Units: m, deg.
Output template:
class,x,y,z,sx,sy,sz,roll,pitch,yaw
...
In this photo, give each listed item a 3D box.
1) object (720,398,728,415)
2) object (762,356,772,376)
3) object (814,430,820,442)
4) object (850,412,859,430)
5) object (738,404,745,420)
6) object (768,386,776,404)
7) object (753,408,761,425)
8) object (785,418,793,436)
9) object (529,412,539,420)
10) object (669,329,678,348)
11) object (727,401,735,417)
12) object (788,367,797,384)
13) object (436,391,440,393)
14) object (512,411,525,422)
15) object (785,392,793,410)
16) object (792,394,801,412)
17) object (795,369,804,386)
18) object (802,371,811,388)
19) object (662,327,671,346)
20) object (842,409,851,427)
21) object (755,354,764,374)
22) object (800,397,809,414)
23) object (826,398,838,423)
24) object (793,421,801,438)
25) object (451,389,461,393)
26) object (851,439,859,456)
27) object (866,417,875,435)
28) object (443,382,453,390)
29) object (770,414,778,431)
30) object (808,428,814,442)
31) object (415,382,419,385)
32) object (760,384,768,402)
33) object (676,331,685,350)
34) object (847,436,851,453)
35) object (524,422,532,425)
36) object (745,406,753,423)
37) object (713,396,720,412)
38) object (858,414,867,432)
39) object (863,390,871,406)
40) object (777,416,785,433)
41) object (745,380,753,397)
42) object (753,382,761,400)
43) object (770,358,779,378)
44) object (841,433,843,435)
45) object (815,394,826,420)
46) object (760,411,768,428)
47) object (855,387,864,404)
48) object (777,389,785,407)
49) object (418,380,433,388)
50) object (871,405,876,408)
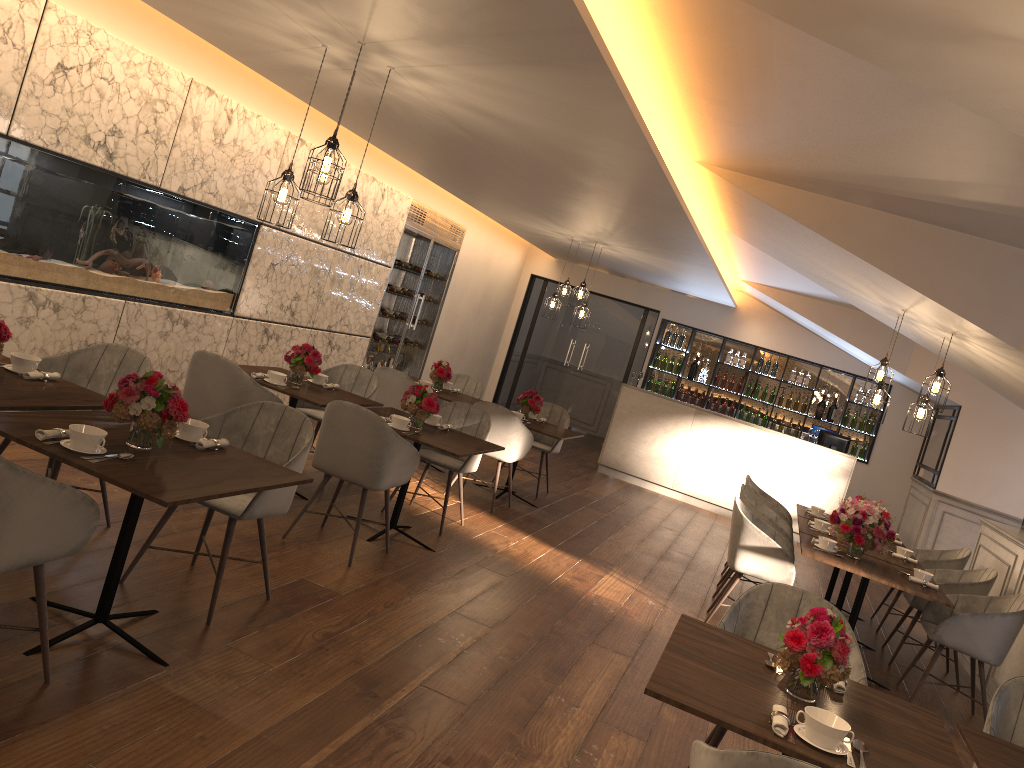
class,x,y,z,sx,sy,sz,roll,pitch,yaw
object,3.097,0.328,12.910,0.065,0.261,0.066,17,1,-4
object,3.686,-0.272,12.743,0.075,0.310,0.075,18,1,28
object,4.292,0.754,12.509,0.065,0.207,0.065,16,1,-28
object,4.795,0.509,12.374,0.065,0.261,0.066,17,1,-4
object,3.335,0.407,12.831,0.065,0.261,0.066,17,1,-4
object,3.743,0.160,12.725,0.065,0.263,0.066,17,1,-4
object,3.536,0.474,12.764,0.065,0.261,0.066,17,1,-4
object,3.959,0.614,12.623,0.065,0.261,0.066,17,1,-4
object,0.187,0.291,8.441,0.149,0.072,0.147,20,4,40
object,2.415,-0.693,13.167,0.074,0.310,0.076,16,1,-30
object,3.198,0.362,12.877,0.065,0.261,0.066,17,1,-4
object,4.011,-0.124,12.633,0.070,0.235,0.041,17,1,17
object,-0.702,0.073,8.116,0.043,0.015,0.196,18,4,21
object,0.041,0.290,7.850,0.147,0.072,0.149,15,4,-30
object,3.965,0.234,12.651,0.065,0.261,0.066,17,1,-4
object,4.065,0.268,12.617,0.065,0.261,0.066,17,1,-4
object,4.102,-0.094,12.602,0.070,0.235,0.041,17,1,17
object,4.194,-0.064,12.571,0.070,0.235,0.041,17,1,17
object,2.321,-0.724,13.199,0.076,0.310,0.074,18,1,42
object,4.695,0.475,12.407,0.065,0.263,0.066,17,1,-4
object,3.591,-0.303,12.775,0.074,0.310,0.076,16,1,-40
object,4.166,0.301,12.583,0.065,0.261,0.066,17,1,-4
object,4.513,0.365,12.445,0.105,0.359,0.103,18,2,44
object,4.060,0.647,12.589,0.065,0.261,0.066,17,1,-4
object,-0.550,0.065,8.686,0.056,0.039,0.175,18,4,17
object,4.789,0.889,12.345,0.065,0.261,0.066,17,1,-4
object,4.996,0.576,12.306,0.065,0.261,0.066,17,1,-4
object,-0.649,0.014,8.720,0.149,0.072,0.147,20,4,40
object,3.758,0.547,12.690,0.065,0.261,0.066,17,1,-4
object,4.221,0.731,12.533,0.065,0.207,0.065,16,1,-28
object,-0.904,-0.005,8.164,0.056,0.039,0.175,18,4,17
object,3.643,0.126,12.758,0.065,0.263,0.066,17,1,-4
object,2.510,-0.662,13.136,0.075,0.310,0.075,17,1,-26
object,4.689,0.856,12.379,0.065,0.261,0.066,17,1,-4
object,0.141,0.352,7.834,0.043,0.015,0.197,18,4,13
object,3.436,0.440,12.797,0.065,0.261,0.066,17,1,-4
object,2.997,0.295,12.944,0.065,0.261,0.066,17,1,-4
object,4.895,0.543,12.340,0.065,0.261,0.066,17,1,-4
object,4.950,0.187,12.319,0.070,0.235,0.041,17,1,17
object,3.859,0.581,12.656,0.065,0.261,0.066,17,1,-4
object,3.442,0.061,12.825,0.065,0.261,0.066,17,1,-4
object,3.542,0.093,12.792,0.065,0.263,0.066,17,1,-4
object,3.781,-0.241,12.712,0.075,0.310,0.075,18,1,28
object,4.588,0.821,12.413,0.065,0.263,0.066,17,1,-4
object,4.371,0.320,12.496,0.103,0.359,0.104,17,1,-21
object,3.637,0.507,12.730,0.065,0.261,0.066,17,1,-4
object,4.859,0.157,12.349,0.070,0.235,0.041,17,1,17
object,3.864,0.201,12.684,0.065,0.261,0.066,17,1,-4
object,-0.795,0.013,8.129,0.147,0.072,0.149,15,4,-30
object,5.042,0.217,12.288,0.070,0.235,0.041,17,1,17
